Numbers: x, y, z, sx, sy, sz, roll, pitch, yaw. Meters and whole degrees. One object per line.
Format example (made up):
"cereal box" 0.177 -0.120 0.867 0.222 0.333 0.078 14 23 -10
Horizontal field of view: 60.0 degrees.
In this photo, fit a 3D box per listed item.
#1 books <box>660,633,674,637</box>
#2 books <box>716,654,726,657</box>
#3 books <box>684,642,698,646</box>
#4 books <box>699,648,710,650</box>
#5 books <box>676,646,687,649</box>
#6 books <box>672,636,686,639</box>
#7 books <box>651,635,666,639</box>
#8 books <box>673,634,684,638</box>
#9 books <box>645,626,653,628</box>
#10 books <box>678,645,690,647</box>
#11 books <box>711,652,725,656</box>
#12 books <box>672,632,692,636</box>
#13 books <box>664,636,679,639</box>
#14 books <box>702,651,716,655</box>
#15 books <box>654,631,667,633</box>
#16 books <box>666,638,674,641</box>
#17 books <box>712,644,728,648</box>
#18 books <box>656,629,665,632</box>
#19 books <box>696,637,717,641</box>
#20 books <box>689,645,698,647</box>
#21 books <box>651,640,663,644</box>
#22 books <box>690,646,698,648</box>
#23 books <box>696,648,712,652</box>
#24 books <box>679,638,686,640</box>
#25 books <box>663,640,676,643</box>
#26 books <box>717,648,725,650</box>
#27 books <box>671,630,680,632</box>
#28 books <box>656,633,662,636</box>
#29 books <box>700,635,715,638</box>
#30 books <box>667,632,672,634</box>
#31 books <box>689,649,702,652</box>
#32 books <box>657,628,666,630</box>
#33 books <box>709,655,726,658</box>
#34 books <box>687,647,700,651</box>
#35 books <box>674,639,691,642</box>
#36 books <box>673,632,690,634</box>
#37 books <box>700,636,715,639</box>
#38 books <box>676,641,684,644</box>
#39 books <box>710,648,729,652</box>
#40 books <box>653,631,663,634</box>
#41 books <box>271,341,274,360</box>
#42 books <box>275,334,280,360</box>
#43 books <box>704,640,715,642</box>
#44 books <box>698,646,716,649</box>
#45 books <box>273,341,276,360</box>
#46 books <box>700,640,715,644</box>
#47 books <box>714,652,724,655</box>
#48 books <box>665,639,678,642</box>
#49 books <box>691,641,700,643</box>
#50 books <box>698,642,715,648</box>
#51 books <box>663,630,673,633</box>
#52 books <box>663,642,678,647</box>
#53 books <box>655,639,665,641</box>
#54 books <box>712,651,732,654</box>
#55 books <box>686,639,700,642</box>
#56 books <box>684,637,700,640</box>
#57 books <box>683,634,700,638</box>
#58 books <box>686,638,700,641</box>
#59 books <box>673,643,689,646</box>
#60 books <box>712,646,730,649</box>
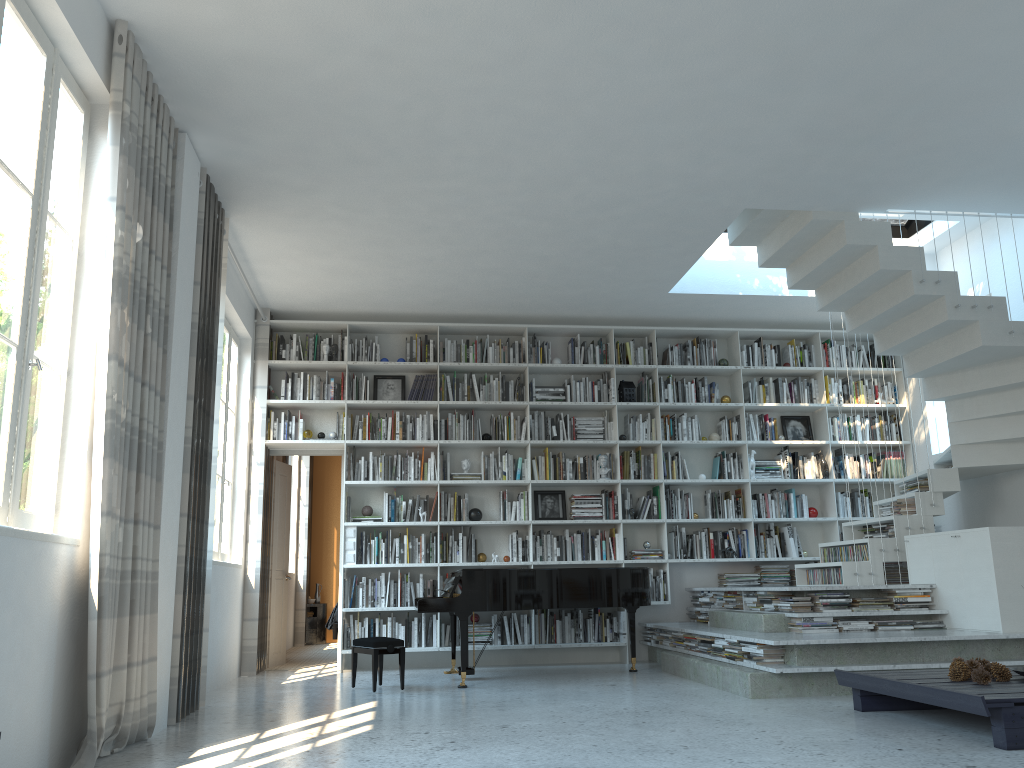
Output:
"books" 1.380 2.115 7.478 0.180 0.015 0.295 1 -13 -9
"books" 1.547 1.913 6.264 0.147 0.008 0.237 -1 -13 -2
"books" 1.460 2.011 6.869 0.182 0.013 0.288 0 -13 -6
"books" 1.508 1.960 6.566 0.147 0.008 0.291 1 -13 -11
"books" 1.432 2.123 7.161 0.157 0.014 0.180 1 -13 -10
"books" 1.421 2.050 7.176 0.169 0.009 0.242 1 -13 -11
"books" 1.336 2.216 7.769 0.191 0.028 0.213 0 -13 -3
"books" 1.414 2.038 7.178 0.182 0.016 0.199 -1 -13 -2
"books" 1.310 2.208 8.071 0.157 0.007 0.269 -1 -13 -2
"books" 1.440 2.113 7.164 0.140 0.008 0.284 1 -13 -9
"books" 1.542 1.907 6.265 0.171 0.005 0.298 1 -13 -8
"books" 1.421 2.023 7.182 0.171 0.015 0.253 1 -13 -10
"books" 1.383 2.132 7.475 0.171 0.020 0.194 0 -13 -3
"books" 1.511 1.985 6.560 0.142 0.012 0.292 0 -13 -3
"books" 1.362 2.174 7.782 0.126 0.005 0.291 2 -13 -12
"books" 1.400 2.148 7.474 0.147 0.012 0.206 0 -13 -6
"books" 1.535 1.851 6.277 0.180 0.016 0.183 1 -13 -10
"books" 1.367 2.164 7.785 0.135 0.014 0.298 0 -13 -6
"books" 1.498 1.889 6.580 0.170 0.014 0.281 1 -13 -10
"books" 1.478 2.024 6.868 0.130 0.014 0.250 2 -13 -12
"books" 1.344 2.256 7.762 0.189 0.030 0.238 1 -13 -7
"books" 1.485 2.036 6.866 0.132 0.009 0.270 0 -13 -6
"books" 1.490 1.968 6.561 0.189 0.009 0.291 0 -13 -4
"books" 1.439 2.061 7.176 0.140 0.013 0.181 0 -13 -4
"books" 1.388 2.168 7.468 0.172 0.014 0.221 0 -13 -6
"books" 1.555 1.871 6.275 0.145 0.010 0.267 1 -13 -8
"books" 1.409 2.002 7.185 0.193 0.005 0.225 1 -13 -11
"books" 1.364 2.194 7.778 0.143 0.019 0.231 0 -13 -6
"books" 1.508 1.872 6.585 0.160 0.008 0.239 0 -13 -6
"books" 1.403 2.099 7.485 0.130 0.018 0.256 0 -13 -4
"books" 1.478 2.057 6.861 0.147 0.008 0.237 1 -13 -8
"books" 1.361 2.148 7.787 0.137 0.018 0.201 0 -13 -3
"books" 1.527 1.919 6.260 0.193 0.005 0.225 1 -13 -11
"books" 1.463 2.049 6.861 0.161 0.008 0.254 -1 -13 -2
"books" 1.426 2.072 7.172 0.159 0.011 0.246 1 -13 -11
"books" 1.424 2.010 7.185 0.174 0.011 0.228 1 -13 -8
"books" 1.512 1.879 6.584 0.157 0.007 0.269 1 -13 -7
"books" 1.432 2.091 7.168 0.165 0.012 0.205 1 -13 -7
"books" 1.532 1.882 6.269 0.189 0.013 0.215 1 -13 -9
"books" 1.352 2.180 7.779 0.160 0.009 0.292 0 -13 -5
"books" -2.234 -0.278 8.290 0.024 0.227 0.130 0 -13 -7
"books" -2.190 -0.310 8.283 0.014 0.285 0.175 0 -13 -7
"books" 1.514 1.900 6.580 0.150 0.008 0.218 1 -13 -8
"books" 1.499 1.950 6.567 0.177 0.011 0.220 0 -13 -5
"books" -2.209 -0.277 8.283 0.023 0.222 0.151 0 -13 -7
"books" 1.512 1.912 6.576 0.142 0.017 0.240 1 -13 -11
"books" 1.544 1.900 6.267 0.159 0.009 0.276 0 -13 -4
"books" 1.401 2.158 7.472 0.149 0.007 0.301 1 -13 -7
"books" 1.481 1.999 6.874 0.140 0.013 0.181 0 -13 -6
"books" 1.501 1.933 6.571 0.160 0.025 0.244 2 -13 -12
"books" 1.389 2.087 7.486 0.159 0.006 0.286 0 -13 -5
"books" 1.382 2.188 7.463 0.177 0.026 0.231 0 -13 -4
"books" 1.356 2.236 7.768 0.147 0.012 0.206 2 -13 -12
"books" 1.538 1.892 6.268 0.180 0.008 0.268 1 -13 -8
"books" 1.472 1.988 6.875 0.155 0.009 0.298 0 -13 -6
"books" 1.459 1.968 6.878 0.165 0.014 0.236 2 -13 -12
"books" 1.456 1.955 6.880 0.179 0.012 0.250 1 -13 -10
"books" 1.468 1.979 6.877 0.169 0.009 0.242 1 -13 -7
"books" 1.428 2.103 7.165 0.159 0.012 0.293 1 -13 -10
"books" 1.537 1.863 6.274 0.171 0.007 0.261 0 -13 -4
